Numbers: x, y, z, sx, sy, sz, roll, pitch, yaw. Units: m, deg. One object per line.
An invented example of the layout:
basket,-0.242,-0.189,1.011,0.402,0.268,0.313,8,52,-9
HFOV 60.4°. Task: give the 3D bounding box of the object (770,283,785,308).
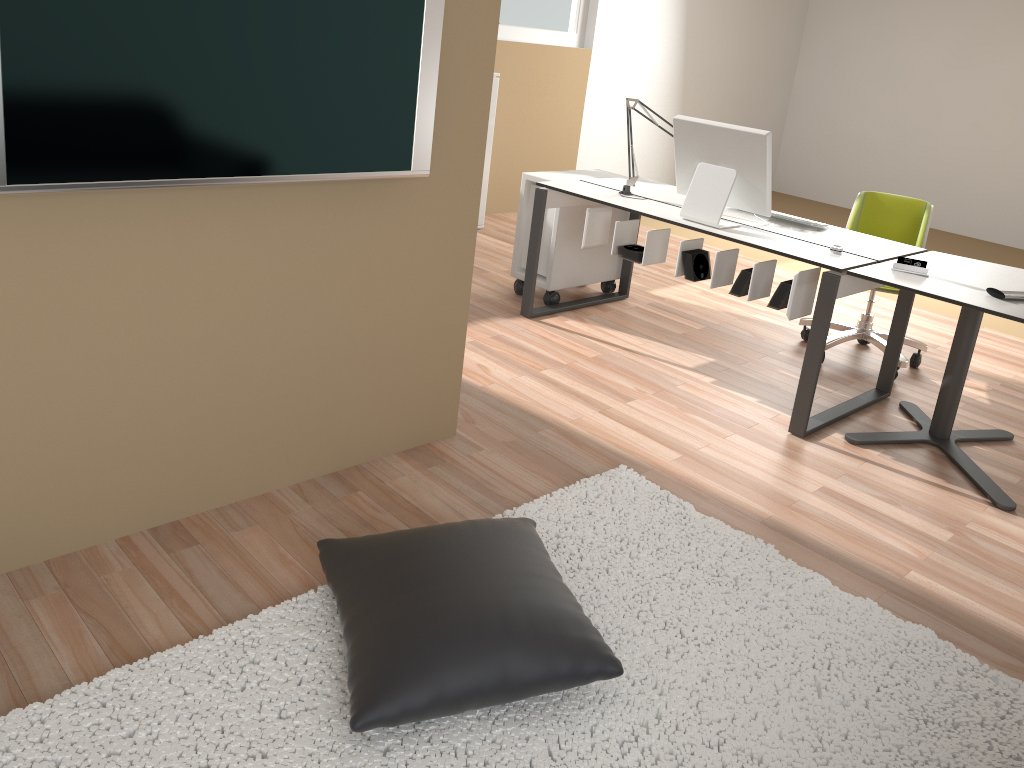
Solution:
object,1.086,-0.359,3.492,0.134,0.110,0.041,-13,26,-43

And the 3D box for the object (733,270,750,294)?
object,0.968,-0.421,3.609,0.134,0.109,0.040,-13,26,-43

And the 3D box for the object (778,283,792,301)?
object,1.097,-0.354,3.481,0.134,0.109,0.040,-13,26,-43

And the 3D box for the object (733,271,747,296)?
object,0.969,-0.420,3.607,0.134,0.110,0.041,-13,26,-43

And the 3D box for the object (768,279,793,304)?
object,1.075,-0.365,3.503,0.134,0.110,0.041,-13,26,-43

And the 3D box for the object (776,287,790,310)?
object,1.105,-0.349,3.473,0.134,0.110,0.041,-13,26,-43

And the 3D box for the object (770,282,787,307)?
object,1.085,-0.360,3.493,0.134,0.110,0.041,-13,26,-43

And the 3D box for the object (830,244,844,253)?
object,1.298,-0.543,3.518,0.048,0.020,0.086,15,23,21

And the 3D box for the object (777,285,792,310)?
object,1.107,-0.348,3.472,0.134,0.110,0.041,-13,26,-43

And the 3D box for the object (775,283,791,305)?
object,1.095,-0.354,3.483,0.134,0.109,0.040,-13,26,-43

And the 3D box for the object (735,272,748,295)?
object,0.974,-0.417,3.602,0.134,0.110,0.041,-13,26,-43

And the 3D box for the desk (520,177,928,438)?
desk,0.915,-0.468,4.147,0.814,0.663,1.641,-12,28,-42

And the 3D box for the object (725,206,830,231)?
object,1.148,-0.738,4.008,0.466,0.077,0.393,24,27,36

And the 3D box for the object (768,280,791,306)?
object,1.078,-0.363,3.500,0.134,0.110,0.041,-13,26,-43

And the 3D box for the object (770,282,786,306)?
object,1.083,-0.361,3.495,0.134,0.110,0.041,-13,26,-43

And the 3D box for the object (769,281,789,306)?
object,1.081,-0.361,3.496,0.134,0.110,0.041,-13,26,-43

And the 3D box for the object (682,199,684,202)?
object,0.888,-0.866,4.246,0.142,0.077,0.380,15,23,21

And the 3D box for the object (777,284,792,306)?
object,1.102,-0.351,3.476,0.134,0.109,0.040,-13,26,-43

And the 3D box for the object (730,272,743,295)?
object,0.960,-0.424,3.616,0.134,0.110,0.041,-13,26,-43

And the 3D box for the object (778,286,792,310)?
object,1.108,-0.347,3.470,0.134,0.110,0.041,-13,26,-43

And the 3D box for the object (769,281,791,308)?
object,1.084,-0.360,3.493,0.134,0.109,0.040,-13,26,-43

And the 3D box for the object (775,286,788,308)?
object,1.099,-0.352,3.479,0.134,0.110,0.041,-13,26,-43

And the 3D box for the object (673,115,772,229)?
object,0.886,-0.901,3.763,0.199,0.417,0.478,-10,25,-43

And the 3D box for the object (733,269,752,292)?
object,0.965,-0.422,3.612,0.134,0.109,0.040,-13,26,-43

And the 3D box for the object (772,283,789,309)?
object,1.093,-0.356,3.486,0.134,0.110,0.041,-13,26,-43

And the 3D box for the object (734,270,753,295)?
object,0.971,-0.419,3.605,0.134,0.110,0.041,-13,26,-43

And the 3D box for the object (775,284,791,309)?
object,1.100,-0.351,3.478,0.134,0.110,0.041,-13,26,-43

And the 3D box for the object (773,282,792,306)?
object,1.091,-0.356,3.487,0.134,0.110,0.041,-13,26,-43

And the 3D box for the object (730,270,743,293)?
object,0.957,-0.426,3.619,0.134,0.110,0.041,-13,26,-43

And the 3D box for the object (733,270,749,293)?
object,0.966,-0.422,3.610,0.134,0.109,0.040,-13,26,-43

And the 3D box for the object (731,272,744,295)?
object,0.963,-0.423,3.613,0.134,0.110,0.041,-13,26,-43

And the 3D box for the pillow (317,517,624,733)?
pillow,-0.125,0.514,2.041,0.581,0.203,0.632,-1,23,-19

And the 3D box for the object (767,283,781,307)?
object,1.077,-0.364,3.501,0.134,0.110,0.041,-13,26,-43

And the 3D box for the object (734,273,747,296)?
object,0.973,-0.418,3.604,0.134,0.110,0.041,-13,26,-43

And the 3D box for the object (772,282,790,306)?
object,1.089,-0.358,3.489,0.134,0.109,0.040,-13,26,-43

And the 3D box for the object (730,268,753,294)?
object,0.958,-0.425,3.618,0.134,0.110,0.041,-13,26,-43

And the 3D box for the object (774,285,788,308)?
object,1.097,-0.353,3.481,0.134,0.110,0.041,-13,26,-43

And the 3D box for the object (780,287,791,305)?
object,1.108,-0.348,3.470,0.134,0.109,0.040,-13,26,-43

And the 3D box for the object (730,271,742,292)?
object,0.955,-0.427,3.621,0.134,0.110,0.041,-13,26,-43

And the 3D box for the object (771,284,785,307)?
object,1.088,-0.358,3.490,0.134,0.110,0.041,-13,26,-43

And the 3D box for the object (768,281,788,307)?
object,1.080,-0.362,3.498,0.134,0.110,0.041,-13,26,-43

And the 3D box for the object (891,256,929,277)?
object,1.506,-0.449,3.318,0.131,0.054,0.050,14,20,19

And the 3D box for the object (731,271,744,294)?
object,0.962,-0.424,3.615,0.134,0.110,0.041,-13,26,-43

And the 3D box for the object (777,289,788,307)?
object,1.103,-0.350,3.475,0.134,0.109,0.040,-13,26,-43

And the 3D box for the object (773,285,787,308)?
object,1.094,-0.355,3.484,0.134,0.110,0.041,-13,26,-43

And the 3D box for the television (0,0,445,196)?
television,-0.649,-0.763,2.104,1.188,0.559,0.055,-14,26,-43

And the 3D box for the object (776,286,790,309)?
object,1.104,-0.350,3.475,0.134,0.110,0.041,-13,26,-43

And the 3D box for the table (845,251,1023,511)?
table,1.799,-0.056,3.394,0.829,0.665,0.939,23,26,38

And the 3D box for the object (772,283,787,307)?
object,1.091,-0.357,3.487,0.134,0.109,0.040,-13,26,-43

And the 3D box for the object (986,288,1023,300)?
object,1.792,-0.317,3.108,0.215,0.029,0.093,1,22,-15
